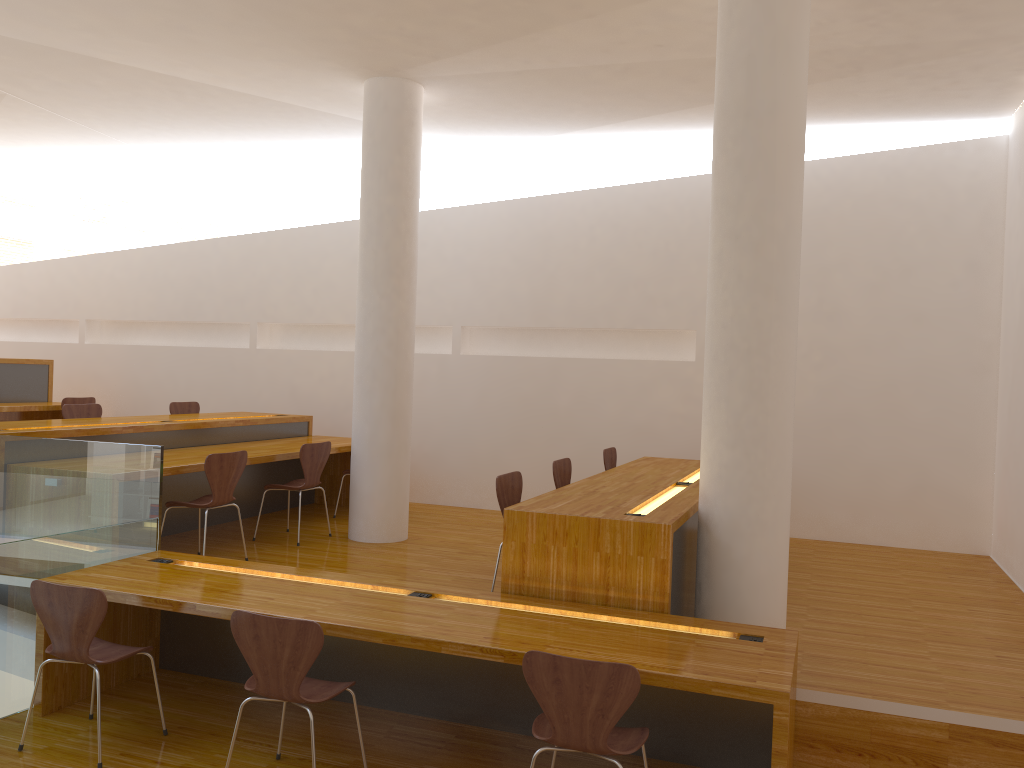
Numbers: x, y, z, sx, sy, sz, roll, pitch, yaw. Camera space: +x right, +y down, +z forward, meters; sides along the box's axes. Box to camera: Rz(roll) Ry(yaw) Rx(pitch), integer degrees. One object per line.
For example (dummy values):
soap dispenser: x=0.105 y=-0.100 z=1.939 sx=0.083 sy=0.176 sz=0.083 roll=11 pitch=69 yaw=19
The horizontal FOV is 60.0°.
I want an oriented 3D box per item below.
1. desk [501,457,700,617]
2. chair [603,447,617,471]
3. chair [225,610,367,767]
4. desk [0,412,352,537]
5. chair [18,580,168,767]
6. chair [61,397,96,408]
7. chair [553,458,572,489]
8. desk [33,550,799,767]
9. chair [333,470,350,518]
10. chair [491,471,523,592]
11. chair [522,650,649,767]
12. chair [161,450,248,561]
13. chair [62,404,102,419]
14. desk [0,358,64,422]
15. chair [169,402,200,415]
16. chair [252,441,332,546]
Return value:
desk: x=0.850 y=0.884 z=5.380 sx=0.760 sy=0.606 sz=3.185 roll=2 pitch=1 yaw=20
chair: x=0.877 y=0.835 z=6.587 sx=0.381 sy=0.693 sz=0.428 roll=2 pitch=1 yaw=20
chair: x=-0.801 y=1.174 z=3.338 sx=0.428 sy=0.693 sz=0.381 roll=2 pitch=1 yaw=20
desk: x=-2.329 y=0.672 z=6.494 sx=1.527 sy=0.785 sz=3.243 roll=2 pitch=1 yaw=20
chair: x=-1.714 y=1.137 z=3.669 sx=0.428 sy=0.693 sz=0.381 roll=2 pitch=1 yaw=20
chair: x=-4.176 y=0.462 z=8.274 sx=0.381 sy=0.693 sz=0.428 roll=2 pitch=1 yaw=20
chair: x=0.460 y=0.829 z=5.547 sx=0.381 sy=0.693 sz=0.428 roll=2 pitch=1 yaw=20
desk: x=-0.487 y=1.230 z=3.743 sx=3.185 sy=0.606 sz=0.760 roll=2 pitch=1 yaw=20
chair: x=-1.192 y=0.751 z=7.335 sx=0.381 sy=0.693 sz=0.428 roll=2 pitch=1 yaw=20
chair: x=0.129 y=0.826 z=4.634 sx=0.381 sy=0.693 sz=0.428 roll=2 pitch=1 yaw=20
chair: x=0.263 y=1.217 z=2.994 sx=0.428 sy=0.693 sz=0.381 roll=2 pitch=1 yaw=20
chair: x=-1.867 y=0.745 z=5.357 sx=0.381 sy=0.693 sz=0.428 roll=2 pitch=1 yaw=20
chair: x=-3.214 y=0.508 z=6.878 sx=0.381 sy=0.693 sz=0.428 roll=2 pitch=1 yaw=20
desk: x=-5.186 y=0.263 z=7.286 sx=1.248 sy=1.022 sz=3.216 roll=2 pitch=1 yaw=20
chair: x=-2.798 y=0.513 z=7.917 sx=0.381 sy=0.693 sz=0.428 roll=2 pitch=1 yaw=20
chair: x=-1.537 y=0.748 z=6.270 sx=0.381 sy=0.693 sz=0.428 roll=2 pitch=1 yaw=20
